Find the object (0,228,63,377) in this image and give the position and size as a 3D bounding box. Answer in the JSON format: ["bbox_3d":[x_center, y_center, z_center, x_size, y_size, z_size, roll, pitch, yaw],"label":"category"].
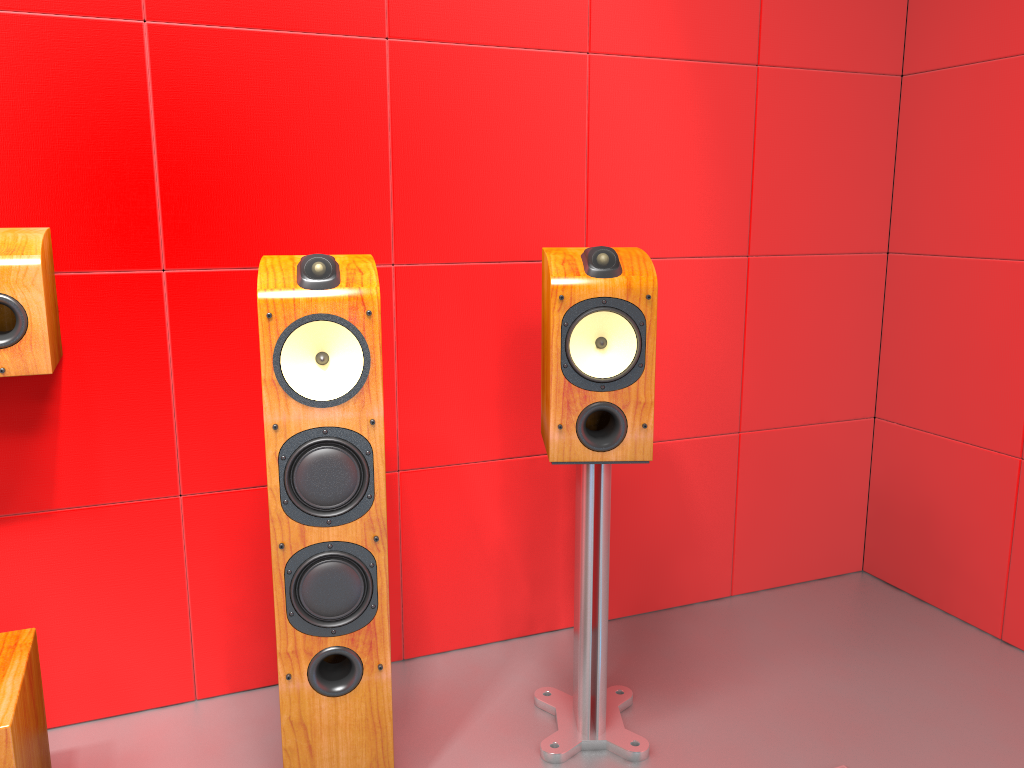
[{"bbox_3d":[-1.113,-0.152,1.610,0.493,0.271,0.235,-5,12,-22],"label":"object"}]

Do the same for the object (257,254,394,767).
[{"bbox_3d":[-0.347,0.281,1.685,0.203,1.052,0.238,-2,11,-12],"label":"object"}]

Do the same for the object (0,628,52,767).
[{"bbox_3d":[-0.990,0.677,1.467,0.360,0.360,0.360,-5,12,-22],"label":"object"}]

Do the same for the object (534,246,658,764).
[{"bbox_3d":[0.170,0.242,1.868,0.231,1.058,0.265,0,11,-2],"label":"object"}]
